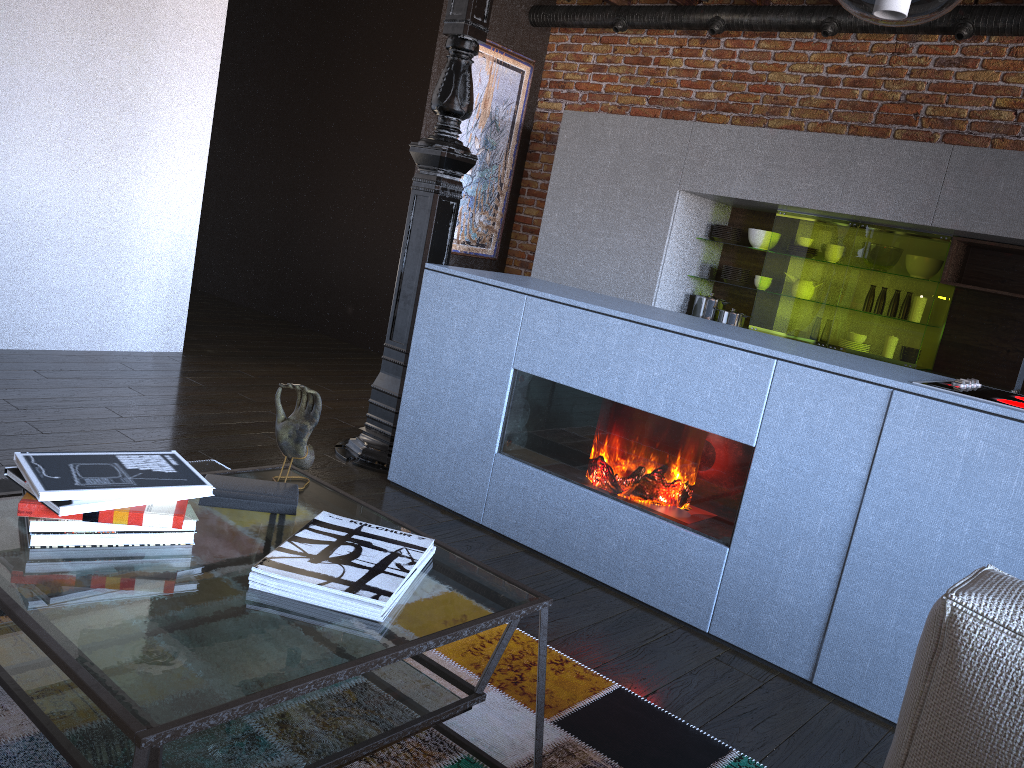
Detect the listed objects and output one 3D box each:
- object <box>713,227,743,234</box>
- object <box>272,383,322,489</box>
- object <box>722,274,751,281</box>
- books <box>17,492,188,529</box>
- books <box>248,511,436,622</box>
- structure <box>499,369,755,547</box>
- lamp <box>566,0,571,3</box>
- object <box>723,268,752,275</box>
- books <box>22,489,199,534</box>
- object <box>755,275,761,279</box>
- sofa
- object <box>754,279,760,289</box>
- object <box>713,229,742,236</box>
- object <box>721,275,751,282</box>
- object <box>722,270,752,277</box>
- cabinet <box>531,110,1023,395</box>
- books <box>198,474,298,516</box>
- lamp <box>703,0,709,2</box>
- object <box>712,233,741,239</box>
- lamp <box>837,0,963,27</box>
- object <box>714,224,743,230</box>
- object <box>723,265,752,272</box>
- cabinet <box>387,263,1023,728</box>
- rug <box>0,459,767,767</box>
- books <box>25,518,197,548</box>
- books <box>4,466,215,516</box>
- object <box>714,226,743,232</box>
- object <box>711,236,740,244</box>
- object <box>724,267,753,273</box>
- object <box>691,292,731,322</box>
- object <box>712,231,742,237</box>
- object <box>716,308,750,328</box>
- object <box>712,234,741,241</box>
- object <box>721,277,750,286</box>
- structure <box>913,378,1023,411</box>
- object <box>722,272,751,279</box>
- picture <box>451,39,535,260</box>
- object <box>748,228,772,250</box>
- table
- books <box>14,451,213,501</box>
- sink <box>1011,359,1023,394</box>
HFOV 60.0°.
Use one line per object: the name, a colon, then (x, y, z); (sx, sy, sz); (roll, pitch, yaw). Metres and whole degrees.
object: (1.324, -0.932, 5.450); (0.180, 0.027, 0.180); (12, 10, 6)
object: (-0.459, 0.102, 1.866); (0.099, 0.223, 0.093); (9, 10, -12)
object: (1.368, -0.644, 5.422); (0.180, 0.027, 0.180); (12, 10, 6)
books: (-0.668, 0.187, 1.480); (0.239, 0.023, 0.190); (8, 10, -17)
books: (-0.275, 0.302, 1.508); (0.225, 0.038, 0.308); (13, 10, 8)
structure: (0.413, 0.232, 2.871); (0.943, 0.395, 0.332); (19, 13, 37)
lamp: (0.384, -2.576, 5.729); (0.130, 0.207, 0.091); (13, 10, 10)
object: (1.374, -0.675, 5.416); (0.180, 0.027, 0.180); (12, 10, 6)
books: (-0.684, 0.202, 1.504); (0.251, 0.023, 0.208); (5, 12, -32)
object: (1.504, -0.615, 5.321); (0.100, 0.059, 0.099); (4, 13, -38)
sofa: (-0.508, 0.463, 0.908); (3.297, 0.698, 2.536); (19, 12, 37)
object: (1.500, -0.595, 5.325); (0.100, 0.059, 0.099); (4, 13, -38)
object: (1.322, -0.921, 5.452); (0.180, 0.027, 0.180); (12, 10, 6)
object: (1.366, -0.634, 5.424); (0.180, 0.027, 0.180); (12, 10, 6)
object: (1.372, -0.665, 5.418); (0.180, 0.027, 0.180); (12, 10, 6)
cabinet: (1.952, -0.331, 4.796); (4.170, 1.810, 0.713); (19, 13, 37)
books: (-0.514, 0.214, 1.745); (0.182, 0.029, 0.129); (9, 10, -15)
lamp: (1.139, -2.322, 5.132); (0.116, 0.201, 0.087); (12, 10, 6)
object: (1.318, -0.900, 5.456); (0.180, 0.027, 0.180); (12, 10, 6)
lamp: (1.073, -1.291, 2.323); (0.364, 0.665, 0.364); (15, 11, 21)
object: (1.328, -0.952, 5.447); (0.180, 0.027, 0.180); (12, 10, 6)
object: (1.378, -0.696, 5.412); (0.180, 0.027, 0.180); (12, 10, 6)
cabinet: (0.912, 0.346, 2.625); (2.957, 0.845, 0.607); (19, 13, 37)
rug: (-0.632, 0.585, 1.948); (2.362, 0.013, 1.432); (19, 12, 37)
books: (-0.687, 0.224, 1.509); (0.247, 0.024, 0.208); (5, 12, -32)
books: (-0.673, 0.165, 1.496); (0.196, 0.014, 0.268); (19, 12, 36)
object: (1.326, -0.942, 5.448); (0.180, 0.027, 0.180); (12, 10, 6)
object: (1.314, -0.880, 5.460); (0.180, 0.027, 0.180); (12, 10, 6)
object: (1.376, -0.686, 5.414); (0.180, 0.027, 0.180); (12, 10, 6)
object: (1.214, -0.475, 5.458); (0.193, 0.178, 0.208); (9, 10, -10)
object: (1.320, -0.911, 5.454); (0.180, 0.027, 0.180); (12, 10, 6)
object: (1.304, -0.391, 5.263); (0.159, 0.117, 0.172); (10, 10, -10)
object: (1.316, -0.890, 5.458); (0.180, 0.027, 0.180); (12, 10, 6)
object: (1.364, -0.624, 5.425); (0.180, 0.027, 0.180); (12, 10, 6)
structure: (1.450, 0.102, 2.195); (0.763, 0.057, 0.504); (19, 12, 37)
object: (1.370, -0.655, 5.420); (0.180, 0.027, 0.180); (12, 10, 6)
picture: (-0.234, -1.640, 6.268); (0.067, 1.472, 0.780); (19, 13, 37)
object: (1.502, -0.859, 5.318); (0.191, 0.113, 0.191); (2, 14, -43)
table: (-0.491, 0.471, 1.524); (0.847, 0.389, 0.842); (19, 12, 37)
books: (-0.670, 0.150, 1.493); (0.268, 0.014, 0.196); (3, 13, -40)
sink: (2.761, 0.117, 4.077); (0.826, 0.287, 0.381); (19, 13, 37)
